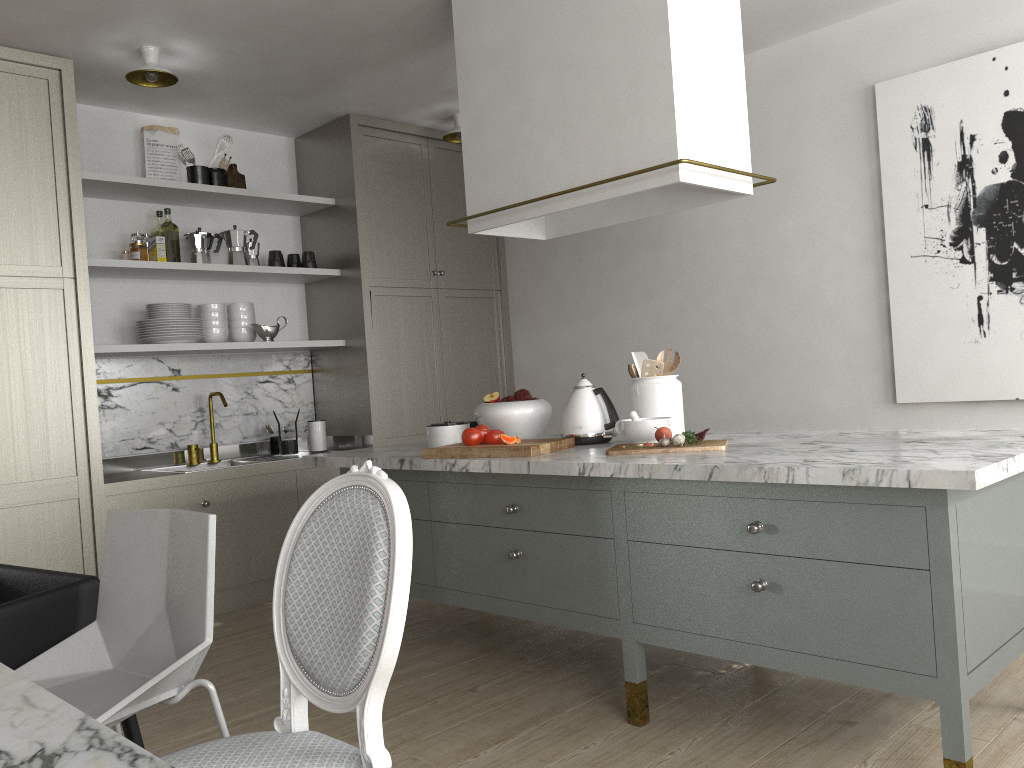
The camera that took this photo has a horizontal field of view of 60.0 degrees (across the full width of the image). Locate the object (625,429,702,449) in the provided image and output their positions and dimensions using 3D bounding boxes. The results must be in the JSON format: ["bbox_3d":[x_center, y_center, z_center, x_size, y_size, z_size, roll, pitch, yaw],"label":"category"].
[{"bbox_3d":[0.424,0.163,2.524,0.224,0.058,0.116,-4,0,-9],"label":"object"}]

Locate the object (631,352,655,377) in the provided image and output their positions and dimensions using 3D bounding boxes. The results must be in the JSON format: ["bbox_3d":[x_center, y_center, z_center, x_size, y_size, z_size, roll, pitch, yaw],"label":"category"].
[{"bbox_3d":[0.473,0.033,2.949,0.064,0.290,0.141,-4,0,-31],"label":"object"}]

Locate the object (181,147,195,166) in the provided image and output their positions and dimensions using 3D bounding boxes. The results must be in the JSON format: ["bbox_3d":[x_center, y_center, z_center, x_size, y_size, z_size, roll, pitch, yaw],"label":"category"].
[{"bbox_3d":[-1.515,-1.033,4.261,0.039,0.185,0.132,-4,0,36],"label":"object"}]

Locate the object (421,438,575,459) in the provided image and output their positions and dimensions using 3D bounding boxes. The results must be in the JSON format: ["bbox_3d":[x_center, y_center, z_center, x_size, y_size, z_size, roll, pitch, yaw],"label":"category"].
[{"bbox_3d":[-0.042,0.206,2.840,0.400,0.030,0.290,-4,0,30],"label":"object"}]

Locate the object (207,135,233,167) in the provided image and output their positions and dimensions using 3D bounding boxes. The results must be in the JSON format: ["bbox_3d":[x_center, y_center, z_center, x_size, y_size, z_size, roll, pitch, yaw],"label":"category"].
[{"bbox_3d":[-1.432,-1.133,4.339,0.135,0.187,0.070,-4,0,-42],"label":"object"}]

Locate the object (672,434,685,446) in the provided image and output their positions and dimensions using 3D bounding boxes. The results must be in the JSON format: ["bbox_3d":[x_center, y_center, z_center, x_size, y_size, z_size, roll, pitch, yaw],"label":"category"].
[{"bbox_3d":[0.467,0.157,2.487,0.035,0.036,0.037,-4,0,33],"label":"object"}]

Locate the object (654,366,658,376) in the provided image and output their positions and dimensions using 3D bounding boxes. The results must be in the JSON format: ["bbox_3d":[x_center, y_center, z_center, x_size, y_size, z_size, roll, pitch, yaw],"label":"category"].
[{"bbox_3d":[0.499,0.052,2.982,0.050,0.247,0.114,-4,0,-40],"label":"object"}]

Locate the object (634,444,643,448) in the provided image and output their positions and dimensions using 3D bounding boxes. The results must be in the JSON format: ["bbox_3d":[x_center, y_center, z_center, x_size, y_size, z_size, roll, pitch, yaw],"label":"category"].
[{"bbox_3d":[0.363,0.177,2.539,0.028,0.010,0.015,-4,0,19],"label":"object"}]

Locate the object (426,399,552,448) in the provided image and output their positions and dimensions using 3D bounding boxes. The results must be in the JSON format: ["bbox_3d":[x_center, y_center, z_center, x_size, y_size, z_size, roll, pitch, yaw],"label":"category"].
[{"bbox_3d":[-0.077,0.143,3.220,0.491,0.156,0.364,-4,0,22],"label":"object"}]

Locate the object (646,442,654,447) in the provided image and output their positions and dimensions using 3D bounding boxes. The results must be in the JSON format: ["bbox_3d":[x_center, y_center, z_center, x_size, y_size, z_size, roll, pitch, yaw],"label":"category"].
[{"bbox_3d":[0.394,0.171,2.519,0.013,0.017,0.030,-4,0,-36],"label":"object"}]

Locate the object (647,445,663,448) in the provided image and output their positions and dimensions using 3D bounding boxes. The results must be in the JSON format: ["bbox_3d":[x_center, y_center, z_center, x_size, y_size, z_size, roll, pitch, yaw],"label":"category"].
[{"bbox_3d":[0.401,0.175,2.502,0.043,0.008,0.059,-4,0,-3],"label":"object"}]

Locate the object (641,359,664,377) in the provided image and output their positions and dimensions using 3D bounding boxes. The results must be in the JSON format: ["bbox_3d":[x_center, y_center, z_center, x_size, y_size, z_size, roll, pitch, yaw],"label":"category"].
[{"bbox_3d":[0.440,0.050,2.907,0.054,0.262,0.149,-4,0,-30],"label":"object"}]

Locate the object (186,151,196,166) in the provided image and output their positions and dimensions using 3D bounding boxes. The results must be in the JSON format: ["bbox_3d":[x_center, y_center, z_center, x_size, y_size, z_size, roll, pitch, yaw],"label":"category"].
[{"bbox_3d":[-1.566,-1.074,4.354,0.085,0.148,0.050,-4,0,17],"label":"object"}]

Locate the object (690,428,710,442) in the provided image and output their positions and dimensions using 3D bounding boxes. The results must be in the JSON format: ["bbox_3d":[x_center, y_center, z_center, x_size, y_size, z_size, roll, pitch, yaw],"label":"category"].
[{"bbox_3d":[0.539,0.150,2.570,0.057,0.039,0.049,-4,0,42],"label":"object"}]

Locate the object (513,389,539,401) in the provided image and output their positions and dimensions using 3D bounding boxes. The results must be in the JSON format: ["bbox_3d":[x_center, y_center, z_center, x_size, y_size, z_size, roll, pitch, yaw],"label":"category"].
[{"bbox_3d":[0.054,0.062,3.152,0.071,0.091,0.167,-4,0,-19],"label":"object"}]

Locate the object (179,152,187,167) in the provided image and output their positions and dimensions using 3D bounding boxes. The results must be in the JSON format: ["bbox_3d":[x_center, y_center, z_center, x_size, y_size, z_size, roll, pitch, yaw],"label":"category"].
[{"bbox_3d":[-1.567,-1.033,4.325,0.098,0.199,0.059,-4,0,-26],"label":"object"}]

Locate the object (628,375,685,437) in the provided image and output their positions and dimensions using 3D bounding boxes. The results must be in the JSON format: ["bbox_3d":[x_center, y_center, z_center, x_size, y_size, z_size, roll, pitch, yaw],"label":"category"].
[{"bbox_3d":[0.479,0.078,2.940,0.174,0.208,0.174,-4,0,-27],"label":"object"}]

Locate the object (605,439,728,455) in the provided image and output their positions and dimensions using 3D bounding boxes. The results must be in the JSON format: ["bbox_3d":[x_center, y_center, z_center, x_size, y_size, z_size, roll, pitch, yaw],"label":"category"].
[{"bbox_3d":[0.449,0.182,2.553,0.330,0.012,0.220,-4,0,15],"label":"object"}]

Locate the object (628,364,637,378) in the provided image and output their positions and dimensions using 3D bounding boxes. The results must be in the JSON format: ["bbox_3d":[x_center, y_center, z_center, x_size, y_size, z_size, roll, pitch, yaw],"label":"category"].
[{"bbox_3d":[0.446,0.054,2.932,0.117,0.251,0.061,-4,0,25],"label":"object"}]

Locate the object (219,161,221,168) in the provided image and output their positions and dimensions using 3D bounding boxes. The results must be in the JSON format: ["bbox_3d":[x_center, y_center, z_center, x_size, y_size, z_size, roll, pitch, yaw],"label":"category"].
[{"bbox_3d":[-1.466,-1.038,4.442,0.023,0.202,0.079,-4,0,25],"label":"object"}]

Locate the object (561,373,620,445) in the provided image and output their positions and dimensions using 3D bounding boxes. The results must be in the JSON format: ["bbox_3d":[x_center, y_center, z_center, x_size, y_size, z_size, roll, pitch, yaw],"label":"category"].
[{"bbox_3d":[0.249,0.081,2.965,0.178,0.236,0.204,-4,0,-8],"label":"object"}]

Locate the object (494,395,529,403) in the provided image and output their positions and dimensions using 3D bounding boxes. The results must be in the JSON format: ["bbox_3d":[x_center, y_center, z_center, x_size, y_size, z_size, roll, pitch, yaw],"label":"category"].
[{"bbox_3d":[-0.002,0.079,3.140,0.154,0.074,0.135,-4,0,41],"label":"object"}]

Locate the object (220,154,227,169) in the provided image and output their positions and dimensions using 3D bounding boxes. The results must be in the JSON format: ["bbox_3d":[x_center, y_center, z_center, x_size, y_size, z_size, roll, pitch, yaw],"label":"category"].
[{"bbox_3d":[-1.448,-1.040,4.402,0.083,0.201,0.023,-4,0,11],"label":"object"}]

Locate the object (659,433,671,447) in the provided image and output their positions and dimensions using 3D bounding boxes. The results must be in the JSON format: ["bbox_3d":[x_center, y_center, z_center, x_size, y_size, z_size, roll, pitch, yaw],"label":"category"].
[{"bbox_3d":[0.430,0.158,2.503,0.033,0.037,0.034,-4,0,23],"label":"object"}]

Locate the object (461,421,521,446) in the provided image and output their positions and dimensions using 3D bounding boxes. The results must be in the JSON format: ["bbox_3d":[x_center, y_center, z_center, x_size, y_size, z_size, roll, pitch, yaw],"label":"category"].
[{"bbox_3d":[-0.059,0.155,2.832,0.194,0.079,0.135,-4,0,34],"label":"object"}]

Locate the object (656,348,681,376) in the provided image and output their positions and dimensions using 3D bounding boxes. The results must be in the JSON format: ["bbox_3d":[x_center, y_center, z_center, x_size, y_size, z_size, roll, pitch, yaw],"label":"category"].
[{"bbox_3d":[0.506,0.029,2.980,0.131,0.296,0.056,-4,0,-25],"label":"object"}]

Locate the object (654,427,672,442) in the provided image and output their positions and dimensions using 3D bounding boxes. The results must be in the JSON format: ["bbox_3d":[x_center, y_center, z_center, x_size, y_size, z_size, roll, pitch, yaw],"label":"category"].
[{"bbox_3d":[0.444,0.150,2.604,0.050,0.051,0.090,-4,0,8],"label":"object"}]

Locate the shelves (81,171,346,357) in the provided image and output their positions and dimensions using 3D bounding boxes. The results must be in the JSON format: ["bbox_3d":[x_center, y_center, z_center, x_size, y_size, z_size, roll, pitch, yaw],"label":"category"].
[{"bbox_3d":[-1.501,-0.544,4.321,1.339,0.775,0.352,-4,0,-45],"label":"shelves"}]

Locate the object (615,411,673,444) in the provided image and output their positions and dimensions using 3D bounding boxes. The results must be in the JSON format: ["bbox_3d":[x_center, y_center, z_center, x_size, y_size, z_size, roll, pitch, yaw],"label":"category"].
[{"bbox_3d":[0.416,0.134,2.774,0.172,0.110,0.159,-4,0,0],"label":"object"}]

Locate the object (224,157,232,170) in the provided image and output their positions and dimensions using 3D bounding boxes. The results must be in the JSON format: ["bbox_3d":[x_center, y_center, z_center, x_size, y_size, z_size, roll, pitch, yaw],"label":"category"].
[{"bbox_3d":[-1.447,-1.047,4.438,0.106,0.191,0.016,-4,0,-35],"label":"object"}]

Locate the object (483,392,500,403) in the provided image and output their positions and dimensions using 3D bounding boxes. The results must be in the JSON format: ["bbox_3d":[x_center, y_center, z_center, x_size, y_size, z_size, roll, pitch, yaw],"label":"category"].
[{"bbox_3d":[-0.072,0.051,3.151,0.061,0.048,0.054,-4,0,9],"label":"object"}]

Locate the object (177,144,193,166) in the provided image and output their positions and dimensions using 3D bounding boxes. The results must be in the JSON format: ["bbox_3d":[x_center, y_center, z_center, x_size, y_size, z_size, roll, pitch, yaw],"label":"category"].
[{"bbox_3d":[-1.558,-1.074,4.256,0.085,0.148,0.050,-4,0,-43],"label":"object"}]

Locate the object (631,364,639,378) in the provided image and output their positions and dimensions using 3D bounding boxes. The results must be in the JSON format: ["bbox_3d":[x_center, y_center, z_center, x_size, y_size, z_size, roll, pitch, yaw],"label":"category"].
[{"bbox_3d":[0.466,0.054,2.977,0.118,0.250,0.033,-4,0,-5],"label":"object"}]
